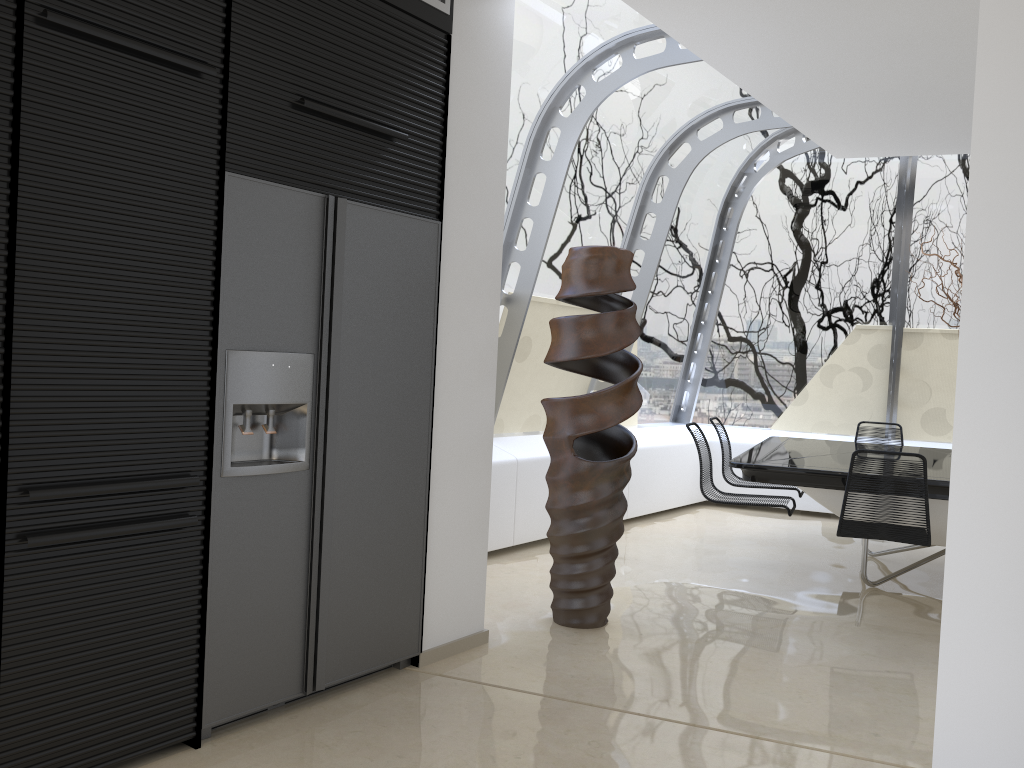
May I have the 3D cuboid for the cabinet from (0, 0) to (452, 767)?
[{"bbox_3d":[-1.282,-0.149,2.898,0.831,2.558,2.252,4,2,36],"label":"cabinet"}]

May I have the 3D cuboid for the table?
[{"bbox_3d":[3.045,0.893,5.563,3.031,0.759,2.494,3,2,22],"label":"table"}]

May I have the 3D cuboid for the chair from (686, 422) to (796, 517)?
[{"bbox_3d":[1.473,0.533,5.719,0.688,0.519,0.446,3,2,22],"label":"chair"}]

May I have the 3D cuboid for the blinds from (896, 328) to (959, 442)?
[{"bbox_3d":[4.163,0.053,7.747,1.430,1.027,0.329,3,2,22],"label":"blinds"}]

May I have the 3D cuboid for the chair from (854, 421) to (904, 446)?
[{"bbox_3d":[2.882,0.573,6.973,0.446,0.519,0.688,3,2,22],"label":"chair"}]

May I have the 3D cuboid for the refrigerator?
[{"bbox_3d":[-0.709,0.213,3.218,0.234,1.742,1.006,4,2,35],"label":"refrigerator"}]

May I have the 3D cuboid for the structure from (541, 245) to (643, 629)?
[{"bbox_3d":[0.378,0.261,4.348,0.493,1.843,0.498,4,2,33],"label":"structure"}]

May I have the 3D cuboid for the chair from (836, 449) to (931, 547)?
[{"bbox_3d":[1.949,0.584,4.637,0.446,0.519,0.688,3,2,22],"label":"chair"}]

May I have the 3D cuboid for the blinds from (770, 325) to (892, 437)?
[{"bbox_3d":[2.600,0.485,8.548,1.829,2.118,0.663,3,2,22],"label":"blinds"}]

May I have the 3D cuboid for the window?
[{"bbox_3d":[3.895,0.014,0.062,16.171,3.674,16.693,4,2,28],"label":"window"}]

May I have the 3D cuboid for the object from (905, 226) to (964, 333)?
[{"bbox_3d":[2.997,-0.261,5.384,1.135,1.549,1.031,3,1,14],"label":"object"}]

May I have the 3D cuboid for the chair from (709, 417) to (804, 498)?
[{"bbox_3d":[1.816,0.529,6.579,0.688,0.519,0.446,3,2,22],"label":"chair"}]
